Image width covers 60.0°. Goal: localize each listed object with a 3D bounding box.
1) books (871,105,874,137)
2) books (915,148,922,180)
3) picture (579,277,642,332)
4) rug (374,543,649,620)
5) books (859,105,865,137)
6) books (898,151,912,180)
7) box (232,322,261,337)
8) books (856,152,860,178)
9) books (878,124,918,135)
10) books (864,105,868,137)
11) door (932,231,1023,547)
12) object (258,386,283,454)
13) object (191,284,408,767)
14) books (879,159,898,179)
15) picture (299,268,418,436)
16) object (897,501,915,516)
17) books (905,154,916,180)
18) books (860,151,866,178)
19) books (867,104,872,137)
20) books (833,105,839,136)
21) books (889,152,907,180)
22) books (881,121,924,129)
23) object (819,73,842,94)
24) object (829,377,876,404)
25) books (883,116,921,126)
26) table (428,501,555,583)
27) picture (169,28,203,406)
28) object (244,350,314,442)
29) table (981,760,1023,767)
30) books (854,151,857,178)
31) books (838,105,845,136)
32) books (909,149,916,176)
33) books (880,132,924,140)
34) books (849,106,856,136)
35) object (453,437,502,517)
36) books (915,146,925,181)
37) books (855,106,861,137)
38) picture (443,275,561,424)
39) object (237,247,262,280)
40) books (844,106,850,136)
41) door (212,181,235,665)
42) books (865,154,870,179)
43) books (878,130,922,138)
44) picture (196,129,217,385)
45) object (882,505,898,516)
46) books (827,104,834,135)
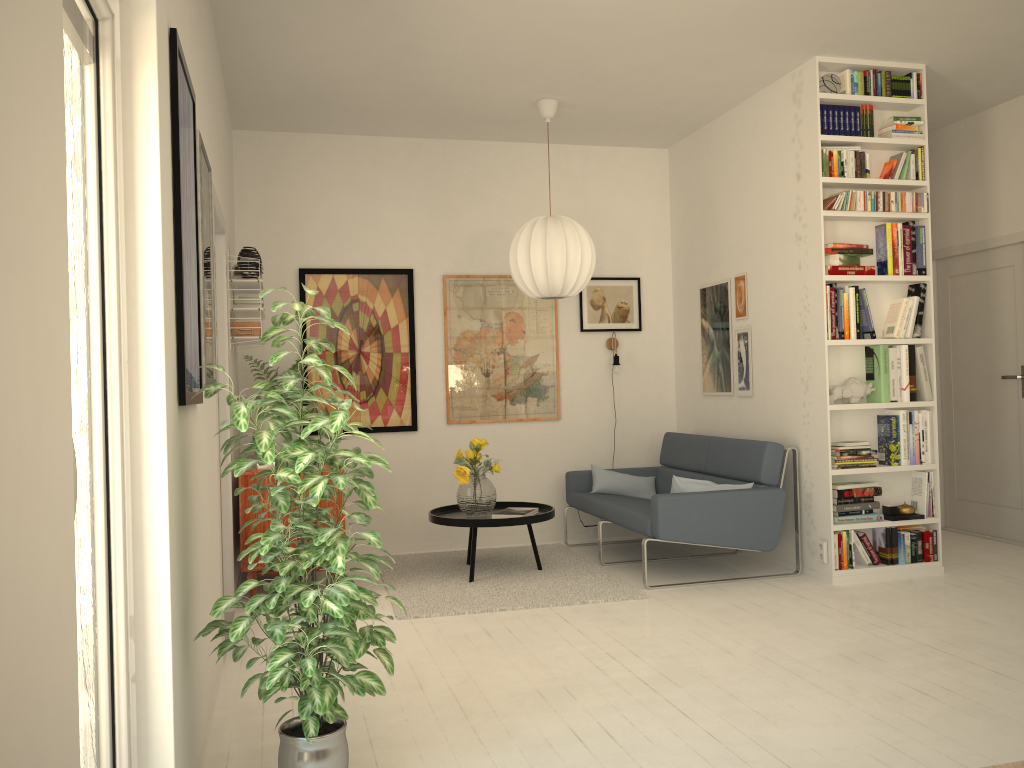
[{"bbox_3d":[2.001,-1.473,5.090,0.020,0.191,0.205,-1,0,-15],"label":"books"},{"bbox_3d":[2.298,-1.248,5.149,0.014,0.188,0.218,-1,0,-15],"label":"books"},{"bbox_3d":[0.730,-0.589,6.574,0.481,0.402,0.015,-2,-1,-15],"label":"picture"},{"bbox_3d":[-0.108,1.144,5.315,1.304,0.012,1.660,-2,0,-13],"label":"rug"},{"bbox_3d":[1.942,-1.471,5.075,0.020,0.191,0.205,-1,0,-15],"label":"books"},{"bbox_3d":[2.210,-1.237,5.126,0.065,0.168,0.228,-1,0,-15],"label":"books"},{"bbox_3d":[-1.534,-0.308,5.133,0.152,0.084,0.265,-2,0,-14],"label":"box"},{"bbox_3d":[1.908,-1.219,5.052,0.024,0.155,0.206,-1,0,-15],"label":"books"},{"bbox_3d":[2.206,-1.454,5.130,0.173,0.030,0.199,-2,0,-25],"label":"books"},{"bbox_3d":[1.963,-1.472,5.077,0.020,0.191,0.205,-1,0,-15],"label":"books"},{"bbox_3d":[3.263,0.039,6.085,0.166,2.033,0.955,-1,-1,-15],"label":"door"},{"bbox_3d":[-1.407,0.236,5.127,0.160,0.445,0.158,-2,-1,25],"label":"object"},{"bbox_3d":[-0.577,0.442,2.415,0.568,1.424,0.514,-2,-1,28],"label":"object"},{"bbox_3d":[2.139,-1.214,5.134,0.073,0.129,0.200,-2,0,-15],"label":"books"},{"bbox_3d":[-1.052,-0.227,6.098,0.778,1.134,0.018,-2,-1,-15],"label":"picture"},{"bbox_3d":[3.051,0.200,4.404,0.778,1.711,2.088,-1,0,-34],"label":"object"},{"bbox_3d":[2.254,-1.229,5.134,0.030,0.153,0.199,-1,0,-15],"label":"books"},{"bbox_3d":[1.939,-1.219,5.027,0.023,0.153,0.176,-1,0,-15],"label":"books"},{"bbox_3d":[1.984,-1.473,5.074,0.020,0.191,0.205,-1,0,-15],"label":"books"},{"bbox_3d":[1.781,-1.462,5.021,0.034,0.179,0.188,-1,0,-15],"label":"books"},{"bbox_3d":[2.174,-1.233,5.131,0.092,0.165,0.222,-2,0,-15],"label":"books"},{"bbox_3d":[2.227,-1.479,5.113,0.179,0.016,0.208,-2,0,-10],"label":"books"},{"bbox_3d":[1.774,-1.669,4.962,0.131,0.131,0.131,-2,0,-19],"label":"object"},{"bbox_3d":[1.892,0.036,4.981,0.311,0.150,0.137,-2,0,-7],"label":"object"},{"bbox_3d":[2.230,-1.503,5.132,0.169,0.032,0.188,-2,0,-10],"label":"books"},{"bbox_3d":[-0.117,0.953,5.360,0.761,0.386,0.761,-2,0,1],"label":"table"},{"bbox_3d":[-0.951,-0.439,2.601,0.018,0.999,0.545,-1,-1,-15],"label":"picture"},{"bbox_3d":[-1.487,0.120,5.769,0.476,0.686,0.398,-2,-1,-13],"label":"object"},{"bbox_3d":[1.100,0.714,0.074,0.894,0.749,1.797,-2,0,-15],"label":"table"},{"bbox_3d":[1.895,-1.221,5.029,0.013,0.159,0.176,-1,0,-15],"label":"books"},{"bbox_3d":[1.814,-1.462,5.030,0.034,0.179,0.188,-1,0,-15],"label":"books"},{"bbox_3d":[2.276,-1.247,5.157,0.022,0.187,0.186,-1,0,-15],"label":"books"},{"bbox_3d":[2.217,-1.402,5.135,0.214,0.038,0.222,-2,0,-15],"label":"books"},{"bbox_3d":[1.882,-1.464,5.048,0.034,0.179,0.188,-1,0,-15],"label":"books"},{"bbox_3d":[-0.225,0.563,5.370,0.291,0.471,0.361,-2,-1,24],"label":"object"},{"bbox_3d":[2.316,-1.254,5.152,0.022,0.199,0.212,-1,0,-15],"label":"books"},{"bbox_3d":[1.916,-1.465,5.056,0.034,0.179,0.188,-1,0,-15],"label":"books"},{"bbox_3d":[-0.067,-0.254,6.361,0.838,1.052,0.012,-2,-1,-15],"label":"picture"},{"bbox_3d":[-1.504,-0.687,5.079,0.139,0.200,0.139,-2,-1,29],"label":"object"},{"bbox_3d":[1.848,-1.463,5.039,0.034,0.179,0.188,-1,0,-15],"label":"books"},{"bbox_3d":[-1.781,0.177,4.076,0.882,2.033,0.955,-1,-1,-15],"label":"door"},{"bbox_3d":[1.972,-1.215,5.055,0.020,0.145,0.189,-1,0,-15],"label":"books"},{"bbox_3d":[2.218,-1.430,5.134,0.200,0.018,0.208,-2,0,-15],"label":"books"},{"bbox_3d":[-1.124,-0.429,3.261,0.020,0.869,0.525,-1,-1,-15],"label":"picture"},{"bbox_3d":[2.145,0.719,5.034,0.058,0.055,0.058,-2,0,-15],"label":"object"},{"bbox_3d":[1.747,-1.461,5.012,0.034,0.179,0.188,-1,0,-15],"label":"books"}]
